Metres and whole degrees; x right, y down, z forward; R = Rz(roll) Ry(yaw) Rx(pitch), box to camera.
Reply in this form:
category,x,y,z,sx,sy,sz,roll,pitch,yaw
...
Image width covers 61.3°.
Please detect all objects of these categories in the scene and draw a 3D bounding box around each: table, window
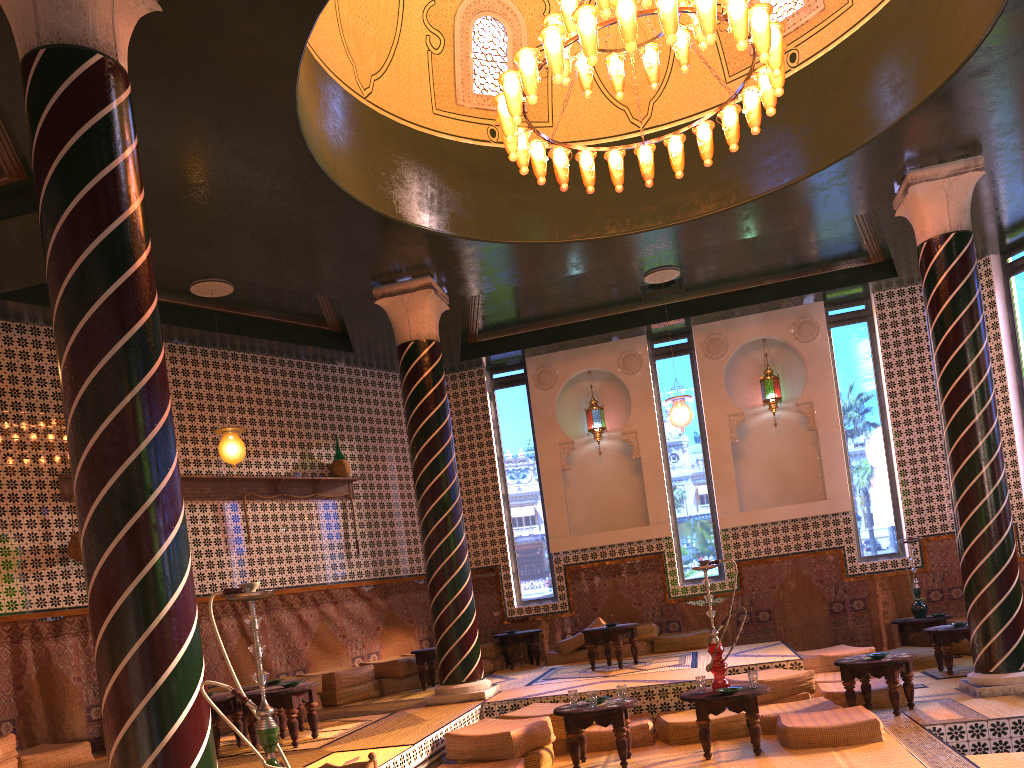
category,x,y,z,sx,sy,sz,roll,pitch,yaw
table,-2.706,3.670,9.692,0.834,0.584,0.864,0,-12,-39
table,0.851,3.409,8.387,0.839,0.584,0.858,-8,-9,2
window,2.985,1.419,14.717,0.779,3.983,0.091,-8,-1,12
table,6.276,3.869,13.180,0.849,0.584,0.848,-11,-10,21
table,1.451,3.804,12.471,0.851,0.584,0.847,-12,-10,23
table,-3.189,3.567,9.010,0.834,0.584,0.864,0,-12,-39
window,5.752,0.906,14.105,0.779,3.983,0.091,-8,-1,12
table,-2.370,3.434,8.907,0.834,0.584,0.864,0,-12,-39
window,0.924,-4.503,7.518,5.482,1.152,5.919,4,-17,-41
window,7.641,0.234,12.367,0.090,3.983,0.784,-7,-1,-19
table,-1.071,4.261,12.976,0.847,0.584,0.850,-10,-10,17
window,0.217,1.932,15.329,0.779,3.983,0.091,-8,-1,12
table,3.915,3.217,9.215,0.835,0.584,0.863,1,-13,-42
table,5.870,3.464,11.281,0.832,0.584,0.866,-3,-10,-24
table,2.048,3.200,8.179,0.832,0.584,0.866,-3,-10,-24
table,0.139,4.503,14.618,0.854,0.584,0.843,-13,-11,29

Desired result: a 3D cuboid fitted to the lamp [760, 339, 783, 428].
category,x,y,z,sx,sy,sz,roll,pitch,yaw
lamp,4.317,-0.037,14.457,0.320,1.558,0.367,-6,-2,-45

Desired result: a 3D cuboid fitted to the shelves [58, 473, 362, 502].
category,x,y,z,sx,sy,sz,roll,pitch,yaw
shelves,-3.965,1.449,12.165,0.261,0.339,4.480,-12,-13,41

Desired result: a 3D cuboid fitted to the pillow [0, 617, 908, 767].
category,x,y,z,sx,sy,sz,roll,pitch,yaw
pillow,-0.533,3.793,10.341,10.109,1.254,10.120,-10,-14,12

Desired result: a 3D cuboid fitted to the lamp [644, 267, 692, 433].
category,x,y,z,sx,sy,sz,roll,pitch,yaw
lamp,2.311,-0.444,12.454,0.519,2.309,0.521,-8,-1,0

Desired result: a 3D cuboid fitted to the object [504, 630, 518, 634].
category,x,y,z,sx,sy,sz,roll,pitch,yaw
object,-0.013,4.170,14.502,0.255,0.045,0.253,-14,-15,26

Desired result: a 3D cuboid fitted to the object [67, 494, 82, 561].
category,x,y,z,sx,sy,sz,roll,pitch,yaw
object,-5.271,1.736,10.553,0.376,0.841,0.368,-9,-3,30

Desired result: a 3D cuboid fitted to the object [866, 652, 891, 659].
category,x,y,z,sx,sy,sz,roll,pitch,yaw
object,3.873,2.878,9.125,0.250,0.045,0.258,-7,-13,-3

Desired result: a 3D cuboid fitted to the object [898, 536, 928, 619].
category,x,y,z,sx,sy,sz,roll,pitch,yaw
object,6.113,2.958,13.168,0.457,1.249,0.306,-6,-2,-42

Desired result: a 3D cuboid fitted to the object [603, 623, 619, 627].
category,x,y,z,sx,sy,sz,roll,pitch,yaw
object,1.432,3.484,12.466,0.255,0.045,0.253,-14,-15,26

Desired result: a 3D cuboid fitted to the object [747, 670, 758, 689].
category,x,y,z,sx,sy,sz,roll,pitch,yaw
object,2.265,2.775,8.105,0.091,0.162,0.094,-7,-4,-11

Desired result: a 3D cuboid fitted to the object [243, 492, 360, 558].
category,x,y,z,sx,sy,sz,roll,pitch,yaw
object,-3.150,2.163,13.081,0.061,1.038,1.979,-8,-9,41

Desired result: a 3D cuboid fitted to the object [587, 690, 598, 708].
category,x,y,z,sx,sy,sz,roll,pitch,yaw
object,0.769,2.995,8.201,0.091,0.162,0.094,-7,-4,-11

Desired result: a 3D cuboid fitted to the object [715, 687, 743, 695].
category,x,y,z,sx,sy,sz,roll,pitch,yaw
object,2.000,2.832,7.951,0.249,0.045,0.259,1,-16,-32

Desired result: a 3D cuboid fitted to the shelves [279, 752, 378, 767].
category,x,y,z,sx,sy,sz,roll,pitch,yaw
shelves,-1.199,2.860,4.882,0.752,1.280,1.201,-8,-7,12

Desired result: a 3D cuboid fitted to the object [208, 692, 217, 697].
category,x,y,z,sx,sy,sz,roll,pitch,yaw
object,-3.189,3.236,8.962,0.249,0.045,0.259,1,-16,-32

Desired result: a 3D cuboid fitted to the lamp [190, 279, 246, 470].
category,x,y,z,sx,sy,sz,roll,pitch,yaw
lamp,-3.603,-0.075,10.778,0.519,2.309,0.521,-8,-1,0

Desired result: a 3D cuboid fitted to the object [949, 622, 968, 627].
category,x,y,z,sx,sy,sz,roll,pitch,yaw
object,5.820,3.131,11.227,0.255,0.045,0.253,-14,-15,26

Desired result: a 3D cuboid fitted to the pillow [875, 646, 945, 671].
category,x,y,z,sx,sy,sz,roll,pitch,yaw
pillow,5.681,3.979,12.463,0.968,0.275,0.980,-3,-13,-17

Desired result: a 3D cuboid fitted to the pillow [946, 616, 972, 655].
category,x,y,z,sx,sy,sz,roll,pitch,yaw
pillow,7.633,2.842,10.725,1.394,1.178,5.945,-5,-13,-19

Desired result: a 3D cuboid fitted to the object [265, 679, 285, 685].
category,x,y,z,sx,sy,sz,roll,pitch,yaw
object,-2.650,3.321,9.599,0.250,0.045,0.258,-7,-13,-3

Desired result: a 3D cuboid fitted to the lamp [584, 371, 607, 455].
category,x,y,z,sx,sy,sz,roll,pitch,yaw
lamp,1.444,0.491,15.071,0.356,1.558,0.330,-6,-2,-45

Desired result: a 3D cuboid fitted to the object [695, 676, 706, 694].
category,x,y,z,sx,sy,sz,roll,pitch,yaw
object,1.800,2.861,8.208,0.092,0.162,0.092,-8,-4,14

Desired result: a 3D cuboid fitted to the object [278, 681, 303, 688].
category,x,y,z,sx,sy,sz,roll,pitch,yaw
object,-2.274,3.097,8.883,0.255,0.045,0.253,-14,-15,26

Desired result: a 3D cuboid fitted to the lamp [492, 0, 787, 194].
category,x,y,z,sx,sy,sz,roll,pitch,yaw
lamp,0.813,-4.456,7.411,2.498,4.586,2.474,-9,-4,19

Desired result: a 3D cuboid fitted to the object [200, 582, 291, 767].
category,x,y,z,sx,sy,sz,roll,pitch,yaw
object,-1.421,1.717,4.700,0.468,1.249,0.297,-8,-1,20

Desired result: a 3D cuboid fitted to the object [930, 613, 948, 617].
category,x,y,z,sx,sy,sz,roll,pitch,yaw
object,6.418,3.479,12.976,0.255,0.045,0.253,-14,-15,26

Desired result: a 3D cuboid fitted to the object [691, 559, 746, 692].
category,x,y,z,sx,sy,sz,roll,pitch,yaw
object,1.978,2.277,8.166,0.470,1.248,0.298,-9,-2,28

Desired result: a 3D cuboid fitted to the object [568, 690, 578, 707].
category,x,y,z,sx,sy,sz,roll,pitch,yaw
object,0.603,3.076,8.442,0.091,0.162,0.094,-5,-4,-31

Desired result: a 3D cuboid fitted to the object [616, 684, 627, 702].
category,x,y,z,sx,sy,sz,roll,pitch,yaw
object,1.067,2.990,8.339,0.091,0.162,0.094,-7,-4,-11

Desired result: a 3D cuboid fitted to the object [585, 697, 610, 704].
category,x,y,z,sx,sy,sz,roll,pitch,yaw
object,0.841,3.110,8.470,0.249,0.045,0.259,1,-16,-33

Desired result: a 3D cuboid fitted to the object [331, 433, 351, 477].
category,x,y,z,sx,sy,sz,roll,pitch,yaw
object,-2.725,1.134,13.591,0.296,0.719,0.308,-6,-3,-37
